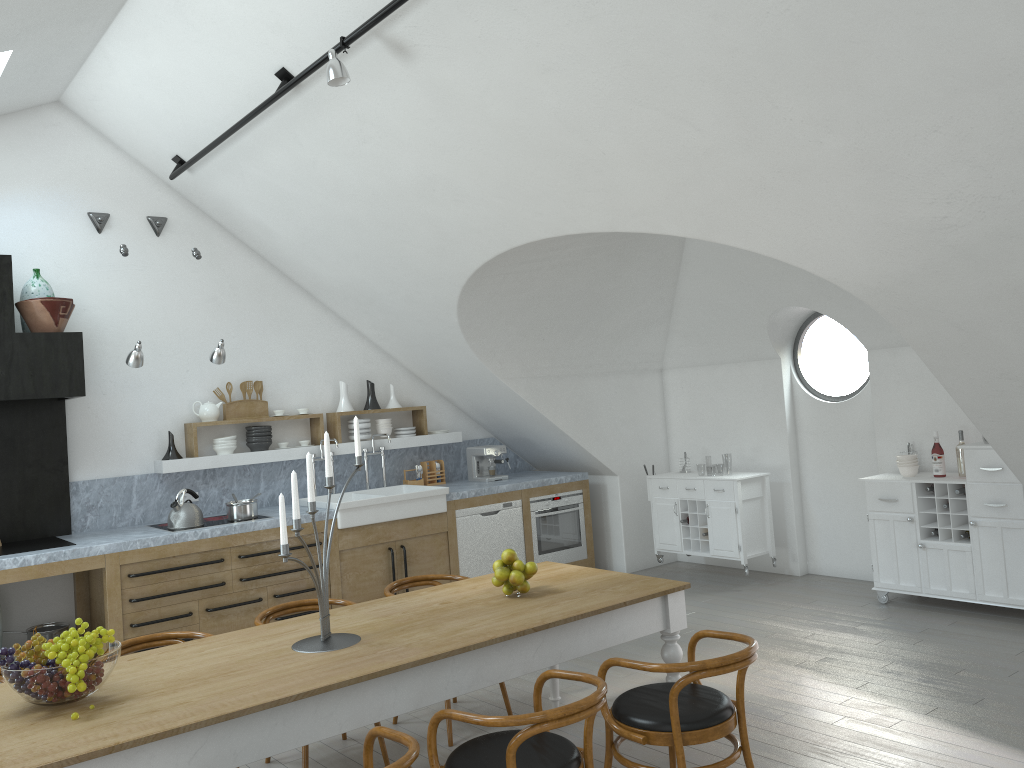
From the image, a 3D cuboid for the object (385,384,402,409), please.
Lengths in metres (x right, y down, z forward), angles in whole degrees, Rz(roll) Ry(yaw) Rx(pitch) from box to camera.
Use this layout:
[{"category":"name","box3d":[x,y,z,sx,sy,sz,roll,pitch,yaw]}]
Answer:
[{"category":"object","box3d":[-1.077,0.110,8.012,0.156,0.219,0.156,-6,-3,33]}]

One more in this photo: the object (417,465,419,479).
[{"category":"object","box3d":[-0.855,0.831,8.033,0.040,0.192,0.042,-4,-3,-1]}]

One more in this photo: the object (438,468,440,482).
[{"category":"object","box3d":[-0.670,0.823,8.156,0.018,0.196,0.020,-3,-3,-16]}]

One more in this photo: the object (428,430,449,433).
[{"category":"object","box3d":[-0.685,0.448,8.265,0.213,0.025,0.213,-5,-1,39]}]

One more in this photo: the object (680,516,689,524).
[{"category":"object","box3d":[1.598,1.195,7.806,0.317,0.085,0.081,-3,-2,-38]}]

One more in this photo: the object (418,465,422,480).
[{"category":"object","box3d":[-0.825,0.828,7.995,0.040,0.192,0.042,-4,-3,-2]}]

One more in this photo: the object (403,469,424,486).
[{"category":"object","box3d":[-0.893,0.851,8.003,0.173,0.171,0.100,-3,-3,-37]}]

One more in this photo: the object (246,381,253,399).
[{"category":"object","box3d":[-2.127,0.124,7.192,0.057,0.300,0.019,-2,-3,-38]}]

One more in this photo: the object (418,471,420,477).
[{"category":"object","box3d":[-0.837,0.832,8.009,0.018,0.196,0.023,-2,-4,-43]}]

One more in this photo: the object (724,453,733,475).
[{"category":"object","box3d":[1.865,0.694,7.629,0.063,0.187,0.063,-6,-3,37]}]

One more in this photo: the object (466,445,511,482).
[{"category":"object","box3d":[-0.175,0.733,8.187,0.324,0.321,0.386,-3,-2,-38]}]

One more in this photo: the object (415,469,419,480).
[{"category":"object","box3d":[-0.852,0.842,7.987,0.019,0.179,0.044,-5,-3,17]}]

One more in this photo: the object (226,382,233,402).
[{"category":"object","box3d":[-2.260,0.131,7.113,0.055,0.299,0.027,-2,-3,-38]}]

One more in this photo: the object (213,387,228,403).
[{"category":"object","box3d":[-2.286,0.150,7.088,0.199,0.259,0.016,-3,-3,-28]}]

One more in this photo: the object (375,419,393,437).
[{"category":"object","box3d":[-1.137,0.391,7.874,0.158,0.160,0.154,-4,-2,-10]}]

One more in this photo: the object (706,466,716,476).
[{"category":"object","box3d":[1.727,0.756,7.688,0.077,0.085,0.077,-6,-3,39]}]

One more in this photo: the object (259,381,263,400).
[{"category":"object","box3d":[-2.060,0.121,7.271,0.057,0.294,0.030,-2,-3,-38]}]

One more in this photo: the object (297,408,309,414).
[{"category":"object","box3d":[-1.757,0.232,7.464,0.098,0.049,0.098,-3,-2,-41]}]

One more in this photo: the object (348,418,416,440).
[{"category":"object","box3d":[-1.152,0.395,7.892,0.657,0.196,0.197,-3,-2,-39]}]

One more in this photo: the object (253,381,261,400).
[{"category":"object","box3d":[-2.078,0.121,7.234,0.068,0.298,0.039,-2,-3,-38]}]

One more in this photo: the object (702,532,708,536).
[{"category":"object","box3d":[1.757,1.284,7.669,0.317,0.083,0.081,-3,-2,-39]}]

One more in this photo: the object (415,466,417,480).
[{"category":"object","box3d":[-0.860,0.834,8.006,0.019,0.196,0.022,-7,-4,40]}]

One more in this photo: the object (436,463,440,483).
[{"category":"object","box3d":[-0.675,0.820,8.141,0.040,0.192,0.042,-5,-3,12]}]

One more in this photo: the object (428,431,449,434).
[{"category":"object","box3d":[-0.685,0.457,8.264,0.213,0.025,0.213,-5,-1,39]}]

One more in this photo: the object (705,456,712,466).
[{"category":"object","box3d":[1.724,0.715,7.756,0.048,0.169,0.048,-6,-3,39]}]

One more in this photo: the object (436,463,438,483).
[{"category":"object","box3d":[-0.687,0.824,8.168,0.018,0.196,0.023,-3,-3,-31]}]

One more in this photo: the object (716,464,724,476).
[{"category":"object","box3d":[1.800,0.743,7.650,0.071,0.099,0.071,-4,-2,-15]}]

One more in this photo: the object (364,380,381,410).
[{"category":"object","box3d":[-1.249,0.096,7.867,0.156,0.268,0.156,-3,-3,-34]}]

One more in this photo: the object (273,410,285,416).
[{"category":"object","box3d":[-1.925,0.242,7.331,0.098,0.049,0.098,-3,-2,-41]}]

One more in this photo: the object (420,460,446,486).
[{"category":"object","box3d":[-0.727,0.816,8.150,0.200,0.223,0.104,-3,-3,-38]}]

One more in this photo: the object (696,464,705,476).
[{"category":"object","box3d":[1.649,0.752,7.727,0.082,0.105,0.081,-3,-2,-25]}]

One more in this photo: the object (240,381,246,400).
[{"category":"object","box3d":[-2.166,0.126,7.187,0.061,0.300,0.040,-2,-4,-41]}]

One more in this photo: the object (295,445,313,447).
[{"category":"object","box3d":[-1.741,0.523,7.446,0.164,0.012,0.163,-4,-1,-21]}]

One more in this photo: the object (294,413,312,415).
[{"category":"object","box3d":[-1.755,0.255,7.463,0.164,0.012,0.163,-4,-1,-21]}]

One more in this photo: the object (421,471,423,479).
[{"category":"object","box3d":[-0.819,0.840,8.007,0.044,0.179,0.019,-6,-3,36]}]

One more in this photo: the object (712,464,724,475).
[{"category":"object","box3d":[1.801,0.747,7.742,0.094,0.093,0.093,-6,-2,39]}]

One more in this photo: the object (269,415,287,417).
[{"category":"object","box3d":[-1.924,0.265,7.330,0.164,0.012,0.163,-4,-1,-21]}]

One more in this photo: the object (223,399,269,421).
[{"category":"object","box3d":[-2.154,0.204,7.175,0.354,0.158,0.084,-3,-3,-38]}]

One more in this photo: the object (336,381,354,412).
[{"category":"object","box3d":[-1.458,0.108,7.707,0.156,0.268,0.156,-6,-3,40]}]

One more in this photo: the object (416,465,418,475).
[{"category":"object","box3d":[-0.856,0.834,8.016,0.018,0.196,0.020,-3,-3,-29]}]

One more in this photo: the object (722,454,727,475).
[{"category":"object","box3d":[1.855,0.699,7.691,0.054,0.179,0.054,-6,-3,29]}]
